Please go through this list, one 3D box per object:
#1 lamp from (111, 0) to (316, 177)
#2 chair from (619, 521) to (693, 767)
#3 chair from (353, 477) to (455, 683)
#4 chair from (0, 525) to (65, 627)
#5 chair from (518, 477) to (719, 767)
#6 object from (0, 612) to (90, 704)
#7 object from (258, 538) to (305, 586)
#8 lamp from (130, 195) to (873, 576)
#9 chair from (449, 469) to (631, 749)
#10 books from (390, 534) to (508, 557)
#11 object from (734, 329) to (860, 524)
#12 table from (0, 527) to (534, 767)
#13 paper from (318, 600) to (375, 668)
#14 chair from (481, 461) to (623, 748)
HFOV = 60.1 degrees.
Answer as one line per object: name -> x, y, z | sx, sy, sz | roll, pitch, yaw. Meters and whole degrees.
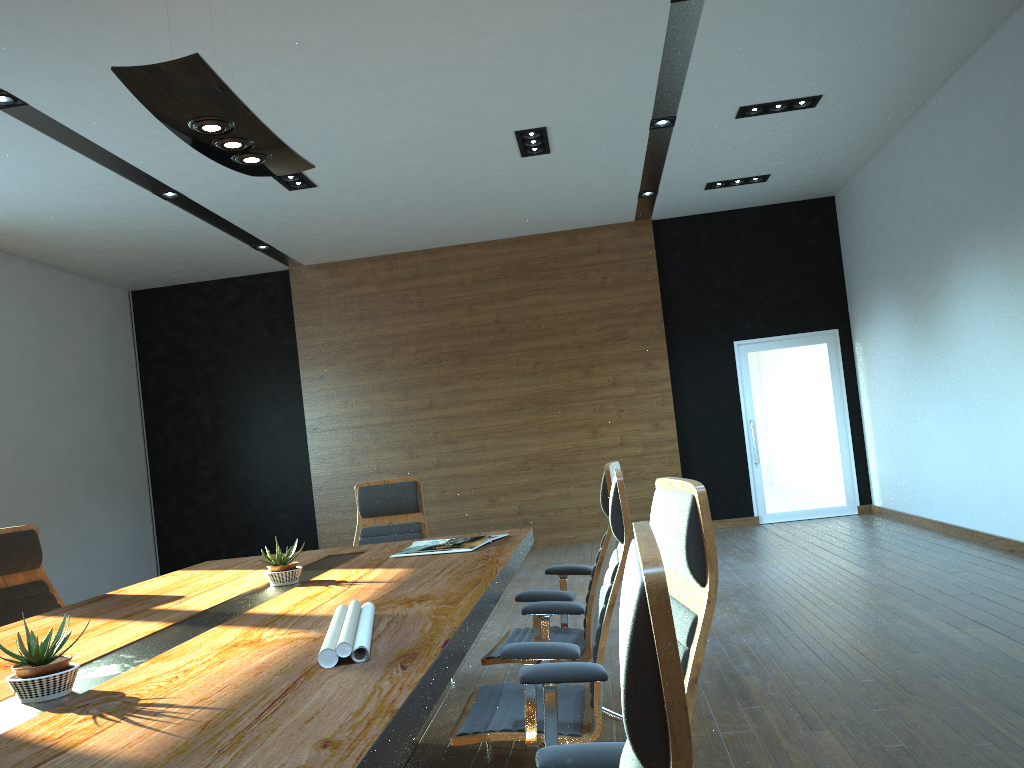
lamp -> -1.159, -1.525, 3.473 | 0.340, 1.197, 1.198 | -7, -3, 5
chair -> -0.099, 0.757, 0.986 | 0.696, 1.126, 0.707 | -7, -2, 6
chair -> -0.709, 1.099, 4.851 | 0.707, 1.126, 0.696 | -7, -2, 8
chair -> -1.952, 1.169, 3.858 | 0.697, 1.126, 0.706 | -7, -2, 20
chair -> 0.112, 0.797, 1.890 | 0.696, 1.126, 0.707 | -6, -2, -3
object -> -1.052, 0.605, 1.976 | 0.177, 0.187, 0.153 | -4, -4, -45
object -> -0.907, 0.695, 3.488 | 0.177, 0.187, 0.153 | -6, -3, -20
lamp -> -0.918, 0.046, 8.210 | 9.396, 3.703, 16.708 | -7, -4, 5
chair -> 0.085, 0.862, 2.761 | 0.696, 1.126, 0.707 | -7, -2, 6
books -> -0.283, 0.742, 4.152 | 0.390, 0.033, 0.545 | -8, -4, 17
object -> 3.326, 0.508, 10.404 | 1.198, 2.157, 0.200 | -7, -1, 5
table -> -1.000, 1.090, 1.973 | 1.786, 0.796, 5.550 | -7, -4, 5
paper -> -1.015, 0.622, 1.572 | 2.238, 0.083, 0.630 | -3, -6, -44
chair -> 0.165, 0.914, 3.626 | 0.697, 1.126, 0.706 | -7, -2, 12
